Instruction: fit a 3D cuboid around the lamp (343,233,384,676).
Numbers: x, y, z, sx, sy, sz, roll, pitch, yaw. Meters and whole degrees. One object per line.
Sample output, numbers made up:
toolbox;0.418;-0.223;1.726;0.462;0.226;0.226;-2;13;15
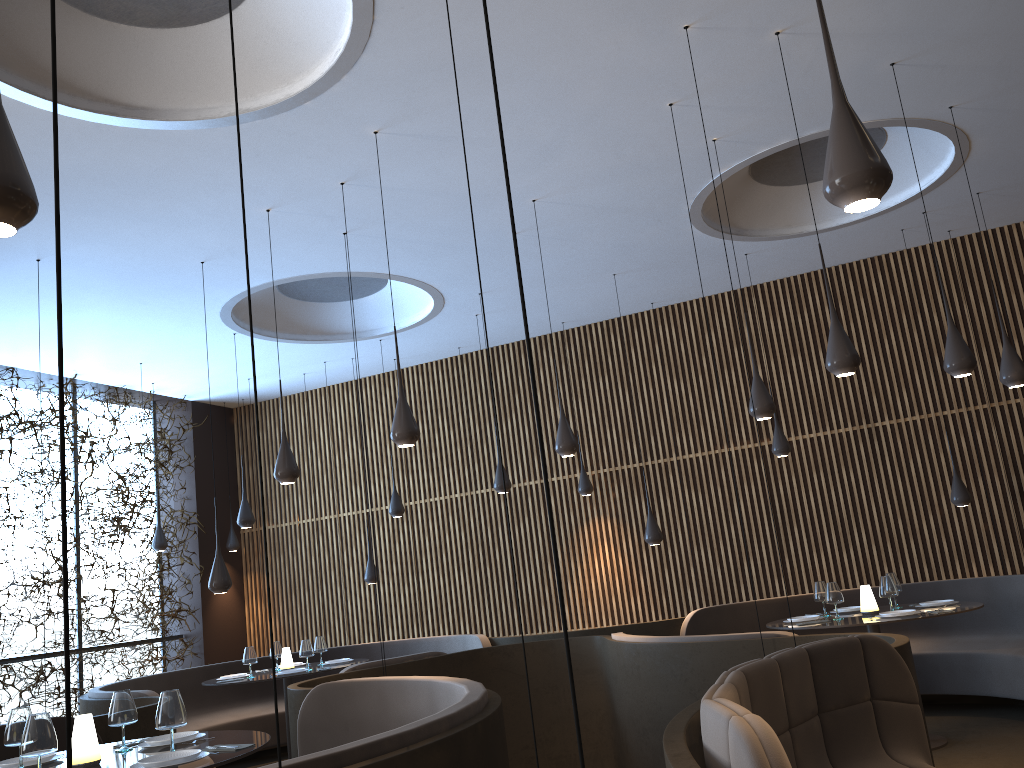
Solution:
lamp;-1.096;1.717;7.187;0.196;6.244;0.197;0;-13;-32

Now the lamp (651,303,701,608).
lamp;2.111;2.040;10.362;0.196;6.244;0.196;-16;-14;37

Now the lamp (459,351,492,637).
lamp;-0.337;2.554;11.302;0.196;6.244;0.196;3;-15;-41

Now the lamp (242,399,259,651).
lamp;-3.657;3.274;12.679;0.196;6.244;0.197;3;-15;-41

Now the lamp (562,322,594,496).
lamp;0.783;0.293;11.119;0.196;2.213;0.197;-9;-11;7

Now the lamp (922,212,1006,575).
lamp;4.564;1.297;8.412;0.196;6.244;0.196;-16;-14;37

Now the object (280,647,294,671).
object;-2.328;2.843;9.162;0.142;0.231;0.145;-8;-12;2

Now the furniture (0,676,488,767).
furniture;-1.974;2.209;3.999;3.880;1.112;3.810;-6;-13;-2

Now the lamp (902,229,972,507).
lamp;4.336;-0.210;9.161;0.196;2.946;0.197;-9;-11;7

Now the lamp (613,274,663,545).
lamp;1.302;0.231;9.459;0.196;2.946;0.197;-9;-11;7

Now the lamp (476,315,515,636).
lamp;-0.046;2.216;9.969;0.196;6.244;0.196;-16;-14;37

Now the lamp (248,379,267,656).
lamp;-3.238;2.970;11.566;0.196;6.244;0.197;3;-15;-41

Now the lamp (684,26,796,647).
lamp;1.438;0.865;4.798;0.196;6.244;0.197;0;-13;-32

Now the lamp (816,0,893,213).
lamp;0.892;-1.598;2.812;0.196;2.213;0.197;-2;-12;-22

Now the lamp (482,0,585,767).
lamp;0.057;0.218;1.188;0.196;6.244;0.197;-9;-11;7

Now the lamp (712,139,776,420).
lamp;1.708;-0.822;6.689;0.196;2.213;0.197;0;-13;-32

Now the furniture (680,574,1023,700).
furniture;3.577;2.306;7.689;1.981;1.042;3.954;2;-15;-35

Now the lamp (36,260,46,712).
lamp;-3.671;1.983;6.963;0.196;6.244;0.197;-2;-12;-22

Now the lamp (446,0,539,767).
lamp;0.008;0.574;2.735;0.196;6.244;0.197;0;-13;-32

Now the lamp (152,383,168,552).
lamp;-4.649;1.068;11.590;0.196;2.213;0.197;3;-15;-41

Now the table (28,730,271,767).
table;-1.927;2.278;4.028;1.677;1.019;1.676;-15;-14;32

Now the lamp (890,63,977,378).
lamp;2.757;-1.129;5.901;0.196;2.213;0.196;-11;-12;17

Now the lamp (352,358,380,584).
lamp;-1.946;1.095;11.515;0.196;2.946;0.197;-9;-11;7

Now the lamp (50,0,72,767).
lamp;-0.515;0.251;1.023;0.196;6.244;0.197;-9;-11;7

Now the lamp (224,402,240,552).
lamp;-4.193;1.358;13.120;0.196;2.213;0.197;3;-15;-41

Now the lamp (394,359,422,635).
lamp;-1.223;2.704;11.482;0.196;6.244;0.196;-16;-14;37

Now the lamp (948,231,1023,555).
lamp;5.141;1.372;9.056;0.196;6.244;0.196;3;-15;-41

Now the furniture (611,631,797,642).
furniture;1.456;2.338;6.504;0.900;1.042;2.545;-1;-14;-25

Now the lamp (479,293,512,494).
lamp;-0.224;0.077;9.614;0.196;2.213;0.197;-9;-11;7

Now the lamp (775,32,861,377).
lamp;1.804;-1.130;5.364;0.196;2.213;0.197;0;-13;-32

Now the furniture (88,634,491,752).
furniture;-2.075;3.303;8.893;3.883;1.042;3.811;-7;-13;-1

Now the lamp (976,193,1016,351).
lamp;4.935;1.173;8.066;0.196;6.244;0.196;-16;-14;37

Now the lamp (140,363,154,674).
lamp;-4.172;2.789;10.255;0.196;6.244;0.197;3;-15;-41

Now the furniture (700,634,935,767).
furniture;1.256;1.501;3.056;0.933;1.055;2.538;-13;-14;27

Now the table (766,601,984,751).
table;3.001;2.382;7.169;1.673;1.019;1.679;-10;-13;12

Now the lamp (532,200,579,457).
lamp;0.320;-0.494;7.385;0.196;2.213;0.197;0;-13;-32

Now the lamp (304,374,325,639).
lamp;-2.499;2.900;11.656;0.196;6.244;0.197;-9;-11;7

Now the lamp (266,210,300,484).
lamp;-1.839;-0.323;6.949;0.196;2.213;0.197;0;-13;-32

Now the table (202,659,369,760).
table;-2.253;3.452;9.041;1.671;1.019;1.682;-3;-13;-16

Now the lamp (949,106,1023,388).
lamp;3.519;-1.059;6.628;0.196;2.213;0.197;-9;-11;7

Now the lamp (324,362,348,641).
lamp;-2.115;2.748;11.193;0.196;6.244;0.196;-16;-14;37

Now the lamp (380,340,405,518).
lamp;-1.515;0.526;10.899;0.196;2.213;0.197;-9;-11;7

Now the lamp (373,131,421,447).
lamp;-0.817;-0.676;5.962;0.196;2.213;0.197;0;-13;-32

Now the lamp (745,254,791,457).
lamp;2.671;-0.328;9.398;0.196;2.213;0.197;-7;-11;-2

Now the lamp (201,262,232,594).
lamp;-2.633;0.331;7.759;0.196;2.946;0.196;-11;-12;17

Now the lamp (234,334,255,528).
lamp;-3.051;0.502;9.956;0.196;2.213;0.197;-9;-11;7

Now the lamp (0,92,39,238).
lamp;-1.352;-1.439;2.295;0.196;2.213;0.196;-11;-12;17

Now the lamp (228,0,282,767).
lamp;-0.469;0.401;1.710;0.196;6.244;0.197;3;-15;-41

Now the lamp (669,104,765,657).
lamp;1.502;1.057;5.683;0.196;6.244;0.197;0;-13;-32

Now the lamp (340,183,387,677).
lamp;-0.940;1.488;6.259;0.196;6.244;0.197;0;-13;-32
